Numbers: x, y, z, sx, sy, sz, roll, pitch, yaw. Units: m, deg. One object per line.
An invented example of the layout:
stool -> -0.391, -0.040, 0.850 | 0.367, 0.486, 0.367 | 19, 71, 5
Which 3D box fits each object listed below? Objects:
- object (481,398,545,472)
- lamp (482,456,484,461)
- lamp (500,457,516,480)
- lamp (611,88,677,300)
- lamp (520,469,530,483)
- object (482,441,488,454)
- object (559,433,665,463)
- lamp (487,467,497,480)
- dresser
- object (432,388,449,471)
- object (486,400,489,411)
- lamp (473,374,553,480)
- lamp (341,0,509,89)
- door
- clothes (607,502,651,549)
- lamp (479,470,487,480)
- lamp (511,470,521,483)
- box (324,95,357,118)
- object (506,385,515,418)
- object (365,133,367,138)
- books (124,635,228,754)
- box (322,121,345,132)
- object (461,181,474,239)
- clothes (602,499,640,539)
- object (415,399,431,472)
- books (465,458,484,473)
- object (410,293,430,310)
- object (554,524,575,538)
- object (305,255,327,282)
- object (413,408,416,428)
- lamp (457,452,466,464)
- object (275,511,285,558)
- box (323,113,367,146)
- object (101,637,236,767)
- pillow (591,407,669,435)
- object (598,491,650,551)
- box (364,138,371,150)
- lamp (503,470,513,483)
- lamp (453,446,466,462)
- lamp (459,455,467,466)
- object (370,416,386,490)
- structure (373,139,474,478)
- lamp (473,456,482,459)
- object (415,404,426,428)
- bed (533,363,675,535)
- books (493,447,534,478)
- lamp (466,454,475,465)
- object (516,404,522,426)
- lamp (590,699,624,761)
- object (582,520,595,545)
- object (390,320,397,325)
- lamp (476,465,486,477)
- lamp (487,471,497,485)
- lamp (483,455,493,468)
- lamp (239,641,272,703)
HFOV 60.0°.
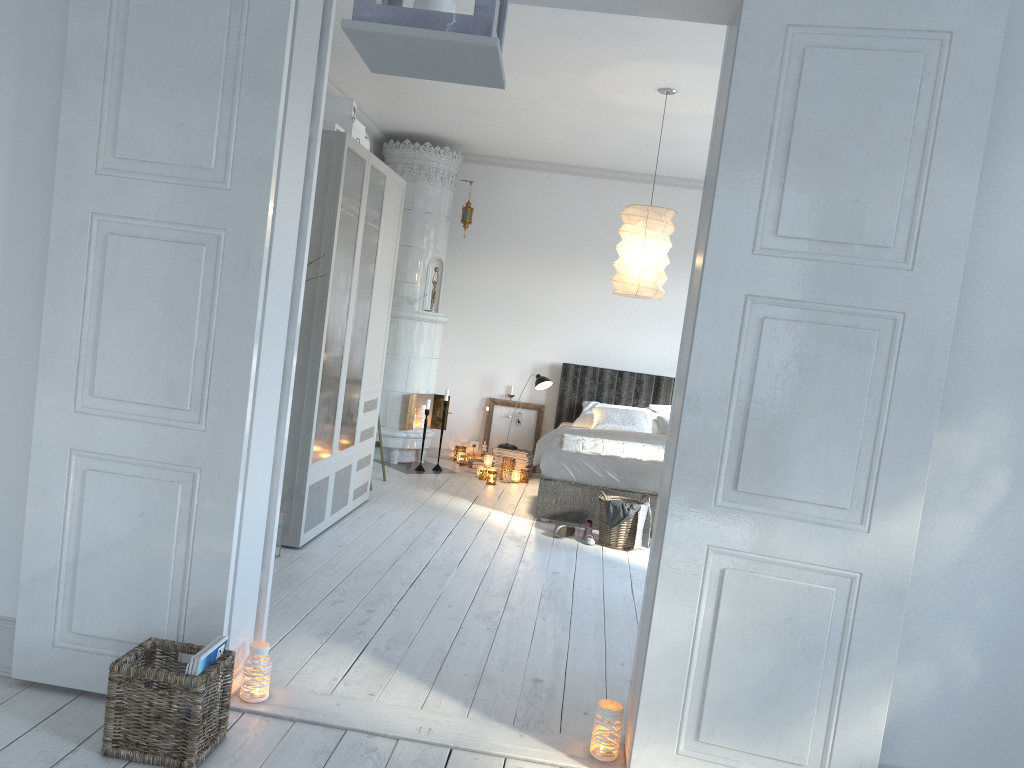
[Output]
object -> 0.003, 0.474, 8.256 | 0.528, 0.631, 0.082 | 8, 5, 5
lamp -> -0.238, 0.719, 8.147 | 0.081, 0.099, 0.080 | 4, 6, -39
lamp -> -0.034, 0.734, 7.632 | 0.122, 0.188, 0.116 | 3, 6, -42
lamp -> 0.835, -1.136, 5.314 | 0.338, 1.233, 0.340 | 11, 6, 36
lamp -> 0.108, 0.794, 7.633 | 0.080, 0.107, 0.080 | 6, 5, -23
object -> -0.243, 0.539, 8.263 | 0.062, 0.221, 0.028 | 7, 5, 0
object -> 1.053, 0.496, 6.205 | 1.460, 0.104, 0.404 | 8, 4, 5
lamp -> -0.175, 0.764, 7.575 | 0.080, 0.099, 0.081 | 11, 6, 39
dresser -> -1.208, -0.285, 5.321 | 0.630, 2.166, 1.430 | 8, 4, 5
object -> -0.599, 0.390, 7.627 | 0.091, 0.719, 0.091 | 9, 5, 14
object -> -0.224, 0.185, 8.267 | 0.024, 0.127, 0.023 | 7, 5, -11
lamp -> -0.037, 0.337, 7.929 | 0.825, 0.937, 0.450 | 9, 5, 22
lamp -> -0.014, -1.376, 1.311 | 0.228, 1.764, 0.228 | 8, 5, 2
door -> -0.108, -0.129, 2.761 | 2.598, 2.509, 0.577 | 8, 5, 5
clothes -> 0.729, 0.889, 5.711 | 0.283, 0.289, 0.235 | 12, 6, 44
lamp -> -0.245, 0.771, 7.484 | 0.070, 0.079, 0.067 | 3, 6, -43
lamp -> 0.034, 0.792, 7.573 | 0.080, 0.099, 0.081 | 11, 6, 39
box -> -1.027, -1.597, 5.153 | 0.225, 0.108, 0.180 | 7, 4, -5
object -> -0.015, 0.165, 8.261 | 0.067, 0.321, 0.067 | 4, 6, -36
object -> -0.995, -1.574, 5.486 | 0.213, 0.111, 0.080 | 8, 4, 11
books -> -0.955, 0.873, 2.521 | 0.201, 0.300, 0.179 | 8, 4, 5
box -> -1.066, -1.388, 4.922 | 0.223, 0.108, 0.180 | 8, 4, 5
object -> -0.394, -1.545, 7.891 | 0.117, 0.506, 0.105 | 6, 5, -22
clothes -> 0.698, 0.873, 5.675 | 0.246, 0.270, 0.297 | 8, 4, 6
object -> -0.742, 0.428, 7.502 | 0.091, 0.623, 0.091 | 6, 5, -17
books -> -0.316, 0.728, 7.863 | 0.175, 0.096, 0.262 | 8, 4, 0
object -> -0.794, -0.712, 7.588 | 0.196, 0.165, 0.059 | 4, 6, -40
object -> 0.311, 0.952, 5.816 | 0.120, 0.084, 0.222 | 10, 5, 34
object -> -1.356, 0.084, 4.300 | 1.042, 1.556, 0.289 | 11, 6, 34
object -> -0.889, 0.297, 7.803 | 0.093, 0.180, 0.092 | 8, 5, 9
lamp -> -0.471, 0.685, 8.195 | 0.081, 0.099, 0.080 | 6, 5, -24
object -> -1.249, 0.699, 4.472 | 0.131, 0.352, 0.137 | 10, 5, 27
box -> -1.034, -1.448, 5.190 | 0.285, 0.199, 0.280 | 8, 4, 5
object -> -0.972, 0.904, 2.525 | 0.270, 0.265, 0.223 | 8, 4, 5
pillow -> 1.222, 0.362, 7.460 | 1.146, 0.226, 0.415 | 7, 4, -2
object -> 0.704, 0.874, 5.733 | 0.318, 0.351, 0.319 | 11, 5, 37
box -> -1.013, -1.441, 5.448 | 0.227, 0.158, 0.182 | 8, 4, 10
lamp -> -0.038, 0.786, 7.523 | 0.080, 0.099, 0.081 | 11, 6, 39
lamp -> -0.487, 0.655, 8.291 | 0.108, 0.141, 0.107 | 6, 5, -23
lamp -> -0.450, 0.699, 8.083 | 0.063, 0.092, 0.073 | 11, 5, 37
object -> -1.166, 0.350, 6.666 | 0.431, 0.775, 0.670 | 8, 4, 5
structure -> -0.796, -0.629, 7.721 | 0.801, 2.840, 1.245 | 4, 6, -40
lamp -> -0.319, 0.710, 8.111 | 0.081, 0.099, 0.080 | 6, 5, -24
object -> -0.809, 0.287, 7.886 | 0.098, 0.210, 0.098 | 8, 5, 3
bed -> 1.136, 0.490, 7.045 | 1.888, 1.048, 2.174 | 8, 4, 5
books -> 0.012, 0.696, 7.957 | 0.346, 0.233, 0.245 | 8, 4, 13
lamp -> -0.386, 0.698, 8.167 | 0.081, 0.099, 0.080 | 6, 5, -24
object -> 0.077, 0.273, 8.244 | 0.062, 0.228, 0.063 | 10, 5, 29
lamp -> 0.299, 1.092, 2.796 | 0.089, 0.166, 0.089 | 7, 5, -3
object -> 0.505, 0.964, 5.753 | 0.083, 0.122, 0.222 | 8, 4, 5
object -> -1.032, -0.287, 6.822 | 0.334, 0.499, 0.299 | 7, 5, -12
lamp -> -0.264, 0.752, 7.587 | 0.080, 0.099, 0.081 | 11, 6, 39
lamp -> -0.167, 0.777, 7.341 | 0.081, 0.106, 0.081 | 6, 5, -19
lamp -> -0.204, 0.661, 7.575 | 0.081, 0.099, 0.080 | 4, 6, -42
lamp -> -0.829, 0.934, 2.881 | 0.093, 0.180, 0.092 | 7, 5, -12
